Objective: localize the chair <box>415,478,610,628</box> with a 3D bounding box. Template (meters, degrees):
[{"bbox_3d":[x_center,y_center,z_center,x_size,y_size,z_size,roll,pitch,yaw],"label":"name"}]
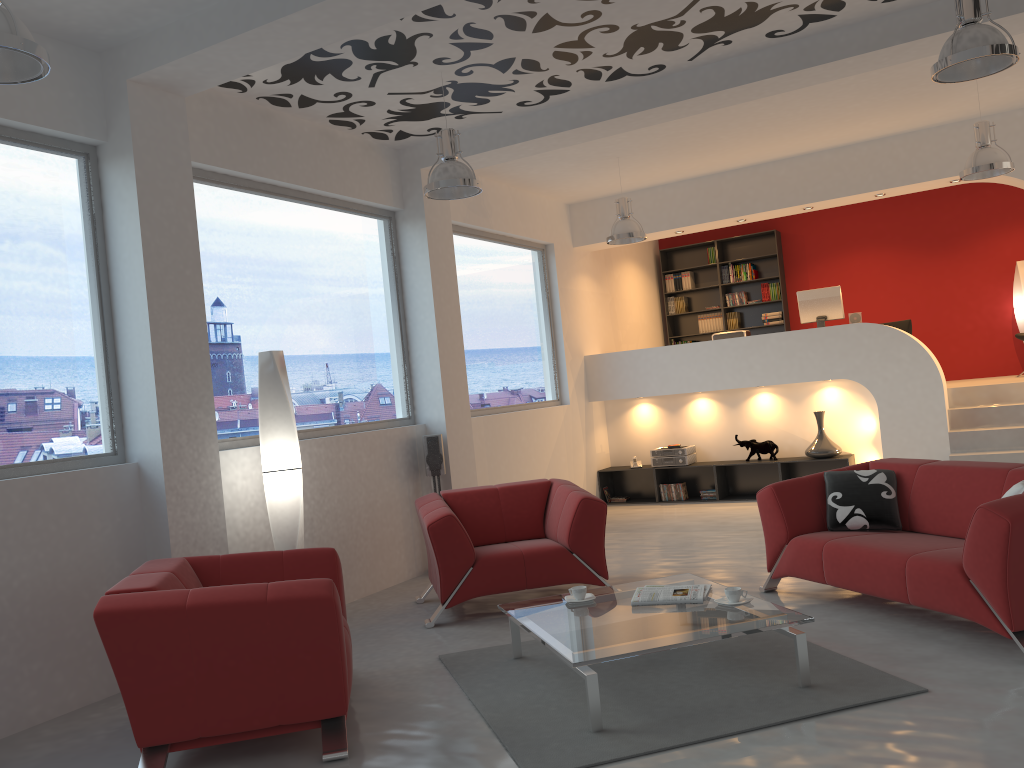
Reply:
[{"bbox_3d":[-0.013,1.078,5.956,1.288,0.738,0.951,-6,-1,-11],"label":"chair"}]

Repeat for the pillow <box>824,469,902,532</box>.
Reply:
[{"bbox_3d":[2.054,0.683,5.207,0.402,0.343,0.288,-6,-1,22],"label":"pillow"}]

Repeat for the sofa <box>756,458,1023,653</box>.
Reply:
[{"bbox_3d":[2.235,0.836,4.751,0.951,0.738,1.929,-5,-1,-21],"label":"sofa"}]

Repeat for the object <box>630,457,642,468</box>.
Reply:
[{"bbox_3d":[1.421,0.894,10.175,0.130,0.117,0.146,-6,-1,5],"label":"object"}]

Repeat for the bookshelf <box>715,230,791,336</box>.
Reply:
[{"bbox_3d":[3.332,-0.922,12.109,0.816,2.213,0.305,-6,-1,29],"label":"bookshelf"}]

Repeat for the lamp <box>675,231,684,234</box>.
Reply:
[{"bbox_3d":[1.871,-1.697,9.921,0.105,0.011,0.105,-6,-1,18],"label":"lamp"}]

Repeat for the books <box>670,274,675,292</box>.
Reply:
[{"bbox_3d":[2.328,-1.436,12.685,0.040,0.260,0.200,-6,-1,29],"label":"books"}]

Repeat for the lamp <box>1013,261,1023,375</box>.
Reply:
[{"bbox_3d":[6.103,-0.786,10.519,0.237,1.349,0.237,-6,-1,37],"label":"lamp"}]

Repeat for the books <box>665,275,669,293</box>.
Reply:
[{"bbox_3d":[2.257,-1.429,12.724,0.040,0.260,0.200,-6,-1,29],"label":"books"}]

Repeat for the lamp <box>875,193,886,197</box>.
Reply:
[{"bbox_3d":[3.694,-1.894,8.896,0.105,0.011,0.105,-6,-1,18],"label":"lamp"}]

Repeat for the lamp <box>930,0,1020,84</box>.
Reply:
[{"bbox_3d":[2.191,-1.915,4.282,0.379,0.800,0.379,-6,-1,22],"label":"lamp"}]

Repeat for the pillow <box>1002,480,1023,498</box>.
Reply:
[{"bbox_3d":[2.399,0.636,4.272,0.288,0.343,0.402,-6,-1,37],"label":"pillow"}]

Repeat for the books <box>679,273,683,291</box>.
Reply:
[{"bbox_3d":[2.433,-1.447,12.625,0.040,0.260,0.200,-6,-1,29],"label":"books"}]

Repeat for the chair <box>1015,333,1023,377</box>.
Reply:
[{"bbox_3d":[6.010,-0.511,9.686,0.768,0.795,0.664,-6,-1,4],"label":"chair"}]

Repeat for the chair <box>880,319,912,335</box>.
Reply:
[{"bbox_3d":[4.342,-0.332,10.558,0.768,0.795,0.664,-5,-1,-41],"label":"chair"}]

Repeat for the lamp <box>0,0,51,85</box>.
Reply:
[{"bbox_3d":[-1.881,-1.523,3.134,0.379,0.800,0.379,-5,-1,-21],"label":"lamp"}]

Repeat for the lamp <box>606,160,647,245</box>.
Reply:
[{"bbox_3d":[1.041,-1.746,8.369,0.379,0.800,0.379,-6,-1,0],"label":"lamp"}]

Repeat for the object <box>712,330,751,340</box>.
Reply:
[{"bbox_3d":[2.544,-0.491,10.153,0.397,0.217,0.458,-6,-1,29],"label":"object"}]

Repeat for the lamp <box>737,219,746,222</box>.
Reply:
[{"bbox_3d":[2.479,-1.763,9.579,0.105,0.011,0.105,-6,-1,18],"label":"lamp"}]

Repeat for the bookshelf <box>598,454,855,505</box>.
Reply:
[{"bbox_3d":[2.308,1.068,9.780,2.764,0.397,0.405,-6,-1,29],"label":"bookshelf"}]

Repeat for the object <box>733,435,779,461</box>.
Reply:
[{"bbox_3d":[2.645,0.683,9.604,0.507,0.296,0.191,-6,-1,45],"label":"object"}]

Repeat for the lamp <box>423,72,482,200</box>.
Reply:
[{"bbox_3d":[-0.420,-1.634,5.751,0.379,0.800,0.379,-5,-1,-32],"label":"lamp"}]

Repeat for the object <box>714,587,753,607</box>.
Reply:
[{"bbox_3d":[1.033,0.991,4.141,0.153,0.069,0.153,-5,-1,-34],"label":"object"}]

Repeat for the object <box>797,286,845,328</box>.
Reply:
[{"bbox_3d":[3.347,-0.806,9.600,0.458,0.452,0.230,-6,-1,29],"label":"object"}]

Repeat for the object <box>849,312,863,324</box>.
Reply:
[{"bbox_3d":[3.672,-0.687,9.481,0.133,0.147,0.151,-6,-1,13],"label":"object"}]

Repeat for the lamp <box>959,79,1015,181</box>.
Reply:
[{"bbox_3d":[3.652,-2.027,6.900,0.379,0.800,0.379,-6,-1,0],"label":"lamp"}]

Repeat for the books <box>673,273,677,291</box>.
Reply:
[{"bbox_3d":[2.363,-1.440,12.665,0.040,0.260,0.200,-6,-1,29],"label":"books"}]

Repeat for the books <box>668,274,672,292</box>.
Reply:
[{"bbox_3d":[2.293,-1.432,12.704,0.040,0.260,0.200,-6,-1,29],"label":"books"}]

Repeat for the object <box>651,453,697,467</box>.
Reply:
[{"bbox_3d":[1.829,0.859,10.035,0.430,0.100,0.365,-6,-1,29],"label":"object"}]

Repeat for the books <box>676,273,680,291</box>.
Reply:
[{"bbox_3d":[2.398,-1.444,12.645,0.040,0.260,0.200,-6,-1,29],"label":"books"}]

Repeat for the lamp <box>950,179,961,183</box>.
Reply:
[{"bbox_3d":[4.284,-1.957,8.563,0.105,0.011,0.105,-6,-1,18],"label":"lamp"}]

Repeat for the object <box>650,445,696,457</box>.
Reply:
[{"bbox_3d":[1.823,0.761,10.044,0.430,0.077,0.349,-6,-1,29],"label":"object"}]

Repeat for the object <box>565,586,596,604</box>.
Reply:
[{"bbox_3d":[0.343,1.064,4.487,0.153,0.069,0.153,-6,-1,-4],"label":"object"}]

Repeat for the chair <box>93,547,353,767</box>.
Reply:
[{"bbox_3d":[-1.222,1.173,4.046,0.951,0.738,1.288,-6,-1,-11],"label":"chair"}]

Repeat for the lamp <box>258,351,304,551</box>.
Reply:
[{"bbox_3d":[-1.392,0.686,5.430,0.313,1.779,0.313,-6,-1,21],"label":"lamp"}]

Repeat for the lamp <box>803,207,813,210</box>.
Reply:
[{"bbox_3d":[3.086,-1.828,9.237,0.105,0.011,0.105,-6,-1,18],"label":"lamp"}]

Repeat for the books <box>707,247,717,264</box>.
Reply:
[{"bbox_3d":[2.832,-1.783,12.402,0.146,0.240,0.170,-6,-1,29],"label":"books"}]

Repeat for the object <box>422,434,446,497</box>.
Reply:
[{"bbox_3d":[-0.590,0.964,7.154,0.214,1.112,0.229,-6,-1,-6],"label":"object"}]

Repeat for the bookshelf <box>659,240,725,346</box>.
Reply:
[{"bbox_3d":[2.624,-0.845,12.507,0.816,2.213,0.305,-6,-1,29],"label":"bookshelf"}]

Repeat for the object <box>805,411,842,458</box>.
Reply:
[{"bbox_3d":[3.227,0.527,9.245,0.369,0.481,0.369,-6,-1,-6],"label":"object"}]
